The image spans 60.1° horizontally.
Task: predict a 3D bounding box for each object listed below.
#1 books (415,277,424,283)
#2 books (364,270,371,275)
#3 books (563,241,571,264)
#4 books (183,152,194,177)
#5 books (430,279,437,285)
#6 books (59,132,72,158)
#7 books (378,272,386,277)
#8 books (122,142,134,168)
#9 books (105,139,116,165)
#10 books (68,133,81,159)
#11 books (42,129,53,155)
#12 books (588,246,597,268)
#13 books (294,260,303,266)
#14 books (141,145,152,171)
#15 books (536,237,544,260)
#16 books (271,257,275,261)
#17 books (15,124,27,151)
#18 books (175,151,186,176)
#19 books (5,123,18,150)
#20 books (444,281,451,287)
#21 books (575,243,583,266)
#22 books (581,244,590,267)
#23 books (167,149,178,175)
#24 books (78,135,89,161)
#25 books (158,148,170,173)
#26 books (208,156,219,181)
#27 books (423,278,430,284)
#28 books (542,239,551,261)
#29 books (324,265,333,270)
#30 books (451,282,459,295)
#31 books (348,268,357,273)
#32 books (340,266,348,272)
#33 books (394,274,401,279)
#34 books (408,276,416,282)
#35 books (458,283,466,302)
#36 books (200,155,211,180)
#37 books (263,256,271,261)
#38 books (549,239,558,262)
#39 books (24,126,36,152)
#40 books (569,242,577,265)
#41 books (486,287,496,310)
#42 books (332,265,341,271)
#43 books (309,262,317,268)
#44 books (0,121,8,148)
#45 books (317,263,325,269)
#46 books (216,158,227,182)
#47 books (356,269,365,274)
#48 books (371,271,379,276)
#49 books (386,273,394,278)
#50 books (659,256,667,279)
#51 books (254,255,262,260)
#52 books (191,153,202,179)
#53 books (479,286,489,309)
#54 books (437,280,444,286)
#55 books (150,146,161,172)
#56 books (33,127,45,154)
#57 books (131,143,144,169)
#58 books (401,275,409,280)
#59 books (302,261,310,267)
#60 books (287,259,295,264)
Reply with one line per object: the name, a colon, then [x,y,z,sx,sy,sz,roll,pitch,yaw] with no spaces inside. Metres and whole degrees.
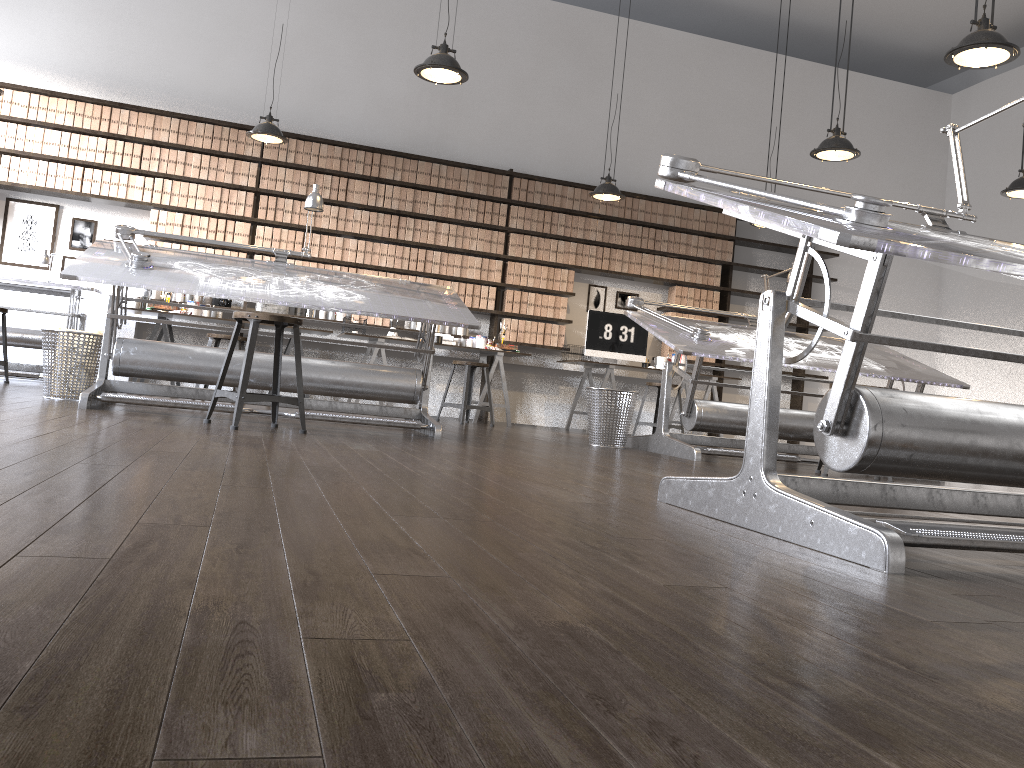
books: [-0.896,-0.893,8.390,0.066,0.226,0.174,7,-3,-16]
books: [-1.364,-0.942,8.255,0.066,0.226,0.174,7,-3,-17]
books: [0.515,-1.295,8.825,0.066,0.226,0.174,7,-3,-16]
books: [-2.861,-1.921,7.849,0.066,0.226,0.174,7,-3,-17]
books: [-0.771,-0.880,8.424,0.067,0.226,0.174,7,-3,-17]
books: [-3.803,-2.021,7.570,0.067,0.226,0.174,7,-3,-17]
books: [-1.233,-0.929,8.288,0.066,0.226,0.174,7,-3,-17]
books: [-3.334,-1.971,7.713,0.066,0.226,0.174,7,-3,-16]
books: [-3.465,-1.985,7.667,0.067,0.226,0.174,7,-3,-16]
books: [-3.738,-2.014,7.593,0.066,0.226,0.174,7,-3,-16]
books: [-3.933,-2.034,7.536,0.066,0.226,0.174,7,-3,-16]
books: [0.779,-1.267,8.899,0.066,0.226,0.174,7,-3,-17]
books: [-1.959,-1.005,8.080,0.066,0.226,0.174,7,-3,-17]
books: [-3.192,-1.956,7.754,0.066,0.226,0.174,7,-3,-16]
books: [0.252,-1.323,8.751,0.066,0.226,0.174,7,-3,-16]
books: [-2.163,-1.026,8.024,0.066,0.226,0.174,7,-3,-17]
books: [-4.129,-2.055,7.480,0.066,0.226,0.174,7,-3,-16]
books: [-2.923,-1.928,7.826,0.067,0.226,0.174,7,-3,-16]
books: [-4.196,-2.062,7.456,0.066,0.226,0.174,7,-3,-17]
books: [-0.641,-0.866,8.468,0.066,0.226,0.174,7,-3,-16]
books: [0.643,-1.281,8.864,0.066,0.226,0.174,7,-3,-16]
books: [0.711,-1.274,8.883,0.066,0.226,0.174,7,-3,-16]
books: [-2.989,-1.935,7.813,0.066,0.226,0.174,7,-3,-17]
books: [-3.672,-2.007,7.615,0.066,0.226,0.174,7,-3,-16]
books: [-3.057,-1.942,7.793,0.066,0.226,0.174,7,-3,-17]
books: [-2.665,-1.901,7.907,0.066,0.226,0.174,7,-3,-17]
books: [-0.836,-0.887,8.409,0.066,0.226,0.174,7,-3,-16]
books: [0.319,-1.316,8.768,0.066,0.226,0.174,7,-3,-16]
books: [-1.704,-0.978,8.157,0.066,0.226,0.174,7,-3,-17]
books: [-0.572,-0.859,8.484,0.066,0.226,0.174,7,-3,-17]
books: [-1.496,-0.956,8.213,0.067,0.226,0.174,7,-3,-17]
books: [-1.569,-0.964,8.197,0.066,0.226,0.174,7,-3,-16]
books: [-1.100,-0.914,8.335,0.066,0.226,0.174,7,-3,-16]
books: [-0.964,-0.900,8.368,0.067,0.226,0.174,7,-3,-17]
books: [-0.506,-0.852,8.508,0.066,0.226,0.174,7,-3,-17]
books: [-2.731,-1.908,7.883,0.067,0.226,0.174,7,-3,-16]
books: [-2.228,-1.033,8.001,0.066,0.226,0.174,7,-3,-16]
books: [0.387,-1.308,8.784,0.067,0.226,0.174,7,-3,-17]
books: [-4.062,-2.048,7.499,0.066,0.226,0.174,7,-3,-16]
books: [0.580,-1.288,8.839,0.067,0.226,0.174,7,-3,-17]
books: [-0.216,-0.821,8.589,0.066,0.226,0.174,7,-3,-17]
books: [-1.635,-0.971,8.173,0.066,0.226,0.174,7,-3,-16]
books: [-1.834,-0.992,8.113,0.067,0.226,0.174,7,-3,-16]
books: [-4.265,-2.069,7.441,0.066,0.226,0.174,7,-3,-17]
books: [-1.772,-0.985,8.138,0.066,0.226,0.174,7,-3,-17]
books: [-2.599,-1.894,7.928,0.066,0.226,0.174,7,-3,-17]
books: [-1.427,-0.949,8.239,0.066,0.226,0.174,7,-3,-16]
books: [-1.302,-0.936,8.268,0.067,0.226,0.174,7,-3,-16]
books: [-1.165,-0.921,8.312,0.066,0.226,0.174,7,-3,-17]
books: [1.523,-1.189,9.118,0.066,0.226,0.174,7,-3,-16]
books: [-2.296,-1.041,7.978,0.066,0.226,0.174,7,-3,-16]
books: [-2.800,-1.915,7.865,0.066,0.226,0.174,7,-3,-17]
books: [-0.290,-0.829,8.565,0.067,0.226,0.174,7,-3,-16]
books: [-0.709,-0.873,8.448,0.066,0.226,0.174,7,-3,-16]
books: [-3.123,-1.949,7.769,0.066,0.226,0.174,7,-3,-16]
books: [-3.996,-2.041,7.513,0.067,0.226,0.174,7,-3,-17]
books: [-3.262,-1.964,7.728,0.067,0.226,0.174,7,-3,-17]
books: [-1.033,-0.907,8.353,0.066,0.226,0.174,7,-3,-16]
books: [-1.899,-0.999,8.099,0.066,0.226,0.174,7,-3,-17]
books: [-2.027,-1.012,8.058,0.067,0.226,0.174,7,-3,-16]
